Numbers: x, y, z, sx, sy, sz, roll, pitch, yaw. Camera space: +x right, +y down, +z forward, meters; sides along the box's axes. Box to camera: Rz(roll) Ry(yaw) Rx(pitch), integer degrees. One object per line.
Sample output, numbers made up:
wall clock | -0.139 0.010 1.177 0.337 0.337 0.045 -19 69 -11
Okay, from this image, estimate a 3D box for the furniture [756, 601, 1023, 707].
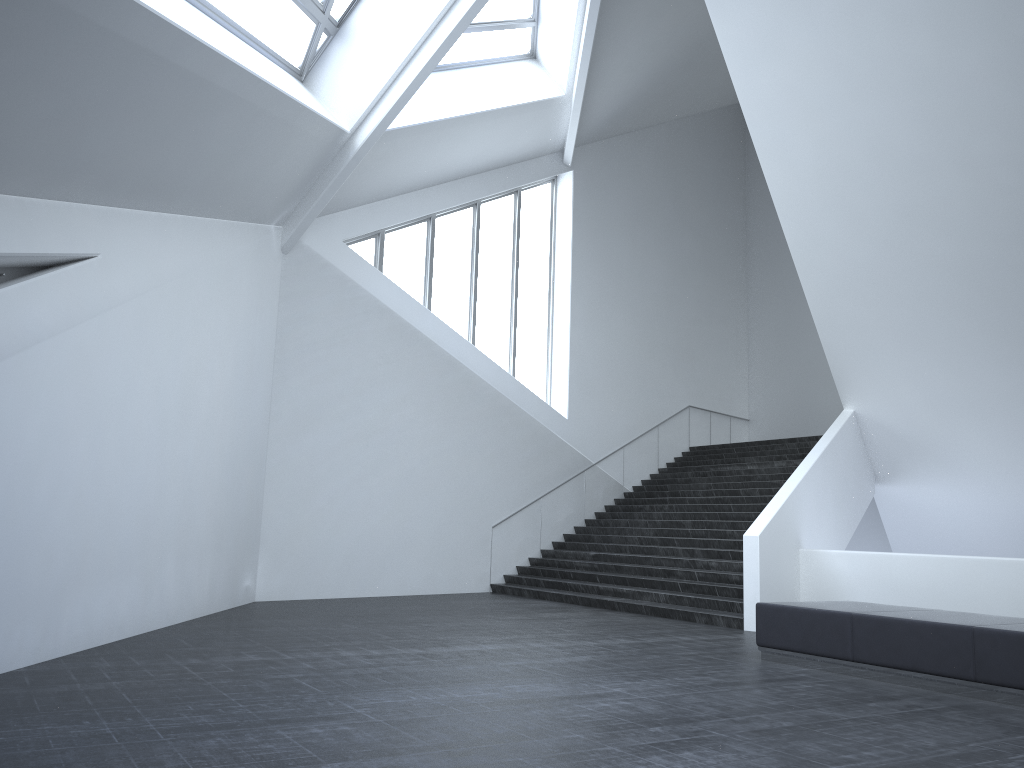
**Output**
furniture | 4.661 2.274 7.080 1.488 0.580 5.742 8 -11 -32
